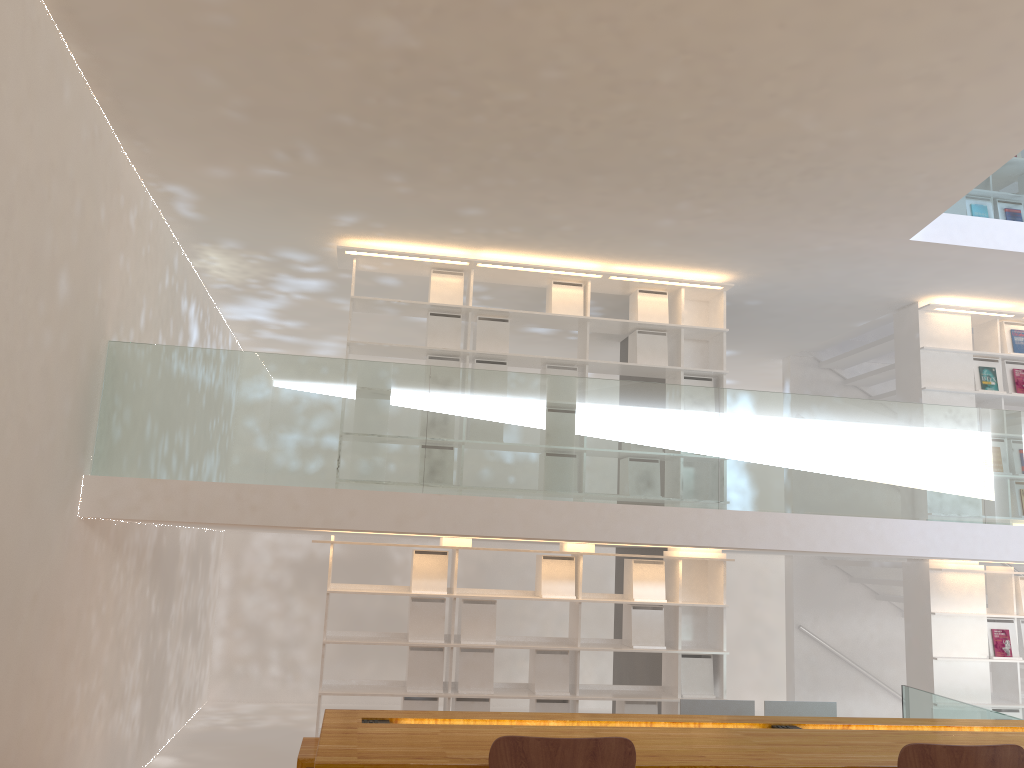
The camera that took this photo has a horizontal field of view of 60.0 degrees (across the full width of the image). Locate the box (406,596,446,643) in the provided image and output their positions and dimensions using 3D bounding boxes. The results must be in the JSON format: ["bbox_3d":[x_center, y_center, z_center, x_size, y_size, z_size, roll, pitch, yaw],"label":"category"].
[{"bbox_3d":[-0.604,1.656,6.254,0.245,0.296,0.274,4,-11,-9],"label":"box"}]

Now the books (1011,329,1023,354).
[{"bbox_3d":[4.168,-0.343,7.270,0.145,0.210,0.037,4,-11,-9],"label":"books"}]

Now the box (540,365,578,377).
[{"bbox_3d":[0.358,0.022,6.715,0.245,0.296,0.274,4,-11,-9],"label":"box"}]

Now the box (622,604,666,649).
[{"bbox_3d":[0.970,1.774,6.507,0.245,0.296,0.274,4,-11,-9],"label":"box"}]

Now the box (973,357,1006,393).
[{"bbox_3d":[3.840,-0.053,7.271,0.245,0.296,0.274,4,-11,-9],"label":"box"}]

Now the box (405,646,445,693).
[{"bbox_3d":[-0.609,1.979,6.195,0.245,0.296,0.274,4,-11,-9],"label":"box"}]

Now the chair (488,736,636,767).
[{"bbox_3d":[0.092,1.283,2.403,0.428,0.693,0.381,4,-11,-9],"label":"chair"}]

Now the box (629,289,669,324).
[{"bbox_3d":[1.076,-0.571,6.947,0.245,0.296,0.274,4,-11,-9],"label":"box"}]

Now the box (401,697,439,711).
[{"bbox_3d":[-0.643,2.301,6.131,0.245,0.296,0.274,4,-11,-9],"label":"box"}]

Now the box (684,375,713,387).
[{"bbox_3d":[1.416,0.101,6.885,0.245,0.296,0.274,4,-11,-9],"label":"box"}]

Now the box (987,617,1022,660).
[{"bbox_3d":[3.749,1.970,6.891,0.245,0.296,0.274,4,-11,-9],"label":"box"}]

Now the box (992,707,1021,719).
[{"bbox_3d":[3.724,2.617,6.770,0.245,0.296,0.274,4,-11,-9],"label":"box"}]

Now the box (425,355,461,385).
[{"bbox_3d":[-0.518,-0.044,6.575,0.245,0.296,0.274,4,-11,-9],"label":"box"}]

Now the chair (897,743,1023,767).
[{"bbox_3d":[1.201,1.359,2.543,0.428,0.693,0.381,4,-11,-9],"label":"chair"}]

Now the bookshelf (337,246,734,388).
[{"bbox_3d":[0.147,0.007,6.610,2.984,1.836,0.498,4,-11,-9],"label":"bookshelf"}]

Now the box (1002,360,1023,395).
[{"bbox_3d":[4.137,-0.027,7.331,0.245,0.296,0.274,4,-11,-9],"label":"box"}]

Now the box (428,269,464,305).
[{"bbox_3d":[-0.499,-0.690,6.694,0.245,0.296,0.274,4,-11,-9],"label":"box"}]

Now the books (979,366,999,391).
[{"bbox_3d":[3.851,-0.036,7.164,0.145,0.210,0.037,4,-11,-9],"label":"books"}]

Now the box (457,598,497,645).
[{"bbox_3d":[-0.248,1.683,6.311,0.245,0.296,0.274,4,-11,-9],"label":"box"}]

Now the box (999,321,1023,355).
[{"bbox_3d":[4.154,-0.353,7.379,0.245,0.296,0.274,4,-11,-9],"label":"box"}]

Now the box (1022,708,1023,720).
[{"bbox_3d":[4.015,2.639,6.817,0.245,0.296,0.274,4,-11,-9],"label":"box"}]

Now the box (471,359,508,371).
[{"bbox_3d":[-0.172,-0.018,6.630,0.245,0.296,0.274,4,-11,-9],"label":"box"}]

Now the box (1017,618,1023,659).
[{"bbox_3d":[4.046,1.996,6.951,0.245,0.296,0.274,4,-11,-9],"label":"box"}]

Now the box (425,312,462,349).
[{"bbox_3d":[-0.514,-0.368,6.634,0.245,0.296,0.274,4,-11,-9],"label":"box"}]

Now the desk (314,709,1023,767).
[{"bbox_3d":[0.956,1.656,3.077,3.236,0.918,1.285,4,-11,-9],"label":"desk"}]

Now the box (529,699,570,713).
[{"bbox_3d":[0.267,2.369,6.278,0.245,0.296,0.274,4,-11,-9],"label":"box"}]

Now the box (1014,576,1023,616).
[{"bbox_3d":[4.063,1.671,7.000,0.245,0.296,0.274,4,-11,-9],"label":"box"}]

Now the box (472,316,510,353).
[{"bbox_3d":[-0.157,-0.340,6.691,0.245,0.296,0.274,4,-11,-9],"label":"box"}]

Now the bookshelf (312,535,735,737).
[{"bbox_3d":[0.056,2.031,6.231,2.984,1.836,0.498,4,-11,-9],"label":"bookshelf"}]

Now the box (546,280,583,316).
[{"bbox_3d":[0.409,-0.623,6.838,0.245,0.296,0.274,4,-11,-9],"label":"box"}]

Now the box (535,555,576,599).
[{"bbox_3d":[0.318,1.400,6.458,0.245,0.296,0.274,4,-11,-9],"label":"box"}]

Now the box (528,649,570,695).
[{"bbox_3d":[0.267,2.045,6.336,0.245,0.296,0.274,4,-11,-9],"label":"box"}]

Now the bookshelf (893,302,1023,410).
[{"bbox_3d":[5.037,0.375,7.399,3.666,1.836,0.498,4,-11,-9],"label":"bookshelf"}]

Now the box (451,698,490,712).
[{"bbox_3d":[-0.290,2.327,6.188,0.245,0.296,0.274,4,-11,-9],"label":"box"}]

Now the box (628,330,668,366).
[{"bbox_3d":[1.060,-0.250,6.886,0.245,0.296,0.274,4,-11,-9],"label":"box"}]

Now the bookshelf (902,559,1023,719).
[{"bbox_3d":[4.938,2.408,7.069,3.666,1.836,0.397,4,-11,-9],"label":"bookshelf"}]

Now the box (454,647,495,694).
[{"bbox_3d":[-0.262,2.005,6.251,0.245,0.296,0.274,4,-11,-9],"label":"box"}]

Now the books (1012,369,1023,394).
[{"bbox_3d":[4.152,-0.018,7.212,0.145,0.210,0.037,4,-11,-9],"label":"books"}]

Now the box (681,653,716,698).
[{"bbox_3d":[1.325,2.124,6.506,0.245,0.296,0.274,4,-11,-9],"label":"box"}]

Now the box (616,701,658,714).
[{"bbox_3d":[0.902,2.417,6.380,0.245,0.296,0.274,4,-11,-9],"label":"box"}]

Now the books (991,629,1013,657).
[{"bbox_3d":[3.745,1.985,6.781,0.145,0.210,0.037,4,-11,-9],"label":"books"}]

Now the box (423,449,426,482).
[{"bbox_3d":[-0.557,0.601,6.452,0.245,0.296,0.274,4,-11,-9],"label":"box"}]

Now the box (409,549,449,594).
[{"bbox_3d":[-0.590,1.334,6.314,0.245,0.296,0.274,4,-11,-9],"label":"box"}]

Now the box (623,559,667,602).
[{"bbox_3d":[0.986,1.452,6.568,0.245,0.296,0.274,4,-11,-9],"label":"box"}]
